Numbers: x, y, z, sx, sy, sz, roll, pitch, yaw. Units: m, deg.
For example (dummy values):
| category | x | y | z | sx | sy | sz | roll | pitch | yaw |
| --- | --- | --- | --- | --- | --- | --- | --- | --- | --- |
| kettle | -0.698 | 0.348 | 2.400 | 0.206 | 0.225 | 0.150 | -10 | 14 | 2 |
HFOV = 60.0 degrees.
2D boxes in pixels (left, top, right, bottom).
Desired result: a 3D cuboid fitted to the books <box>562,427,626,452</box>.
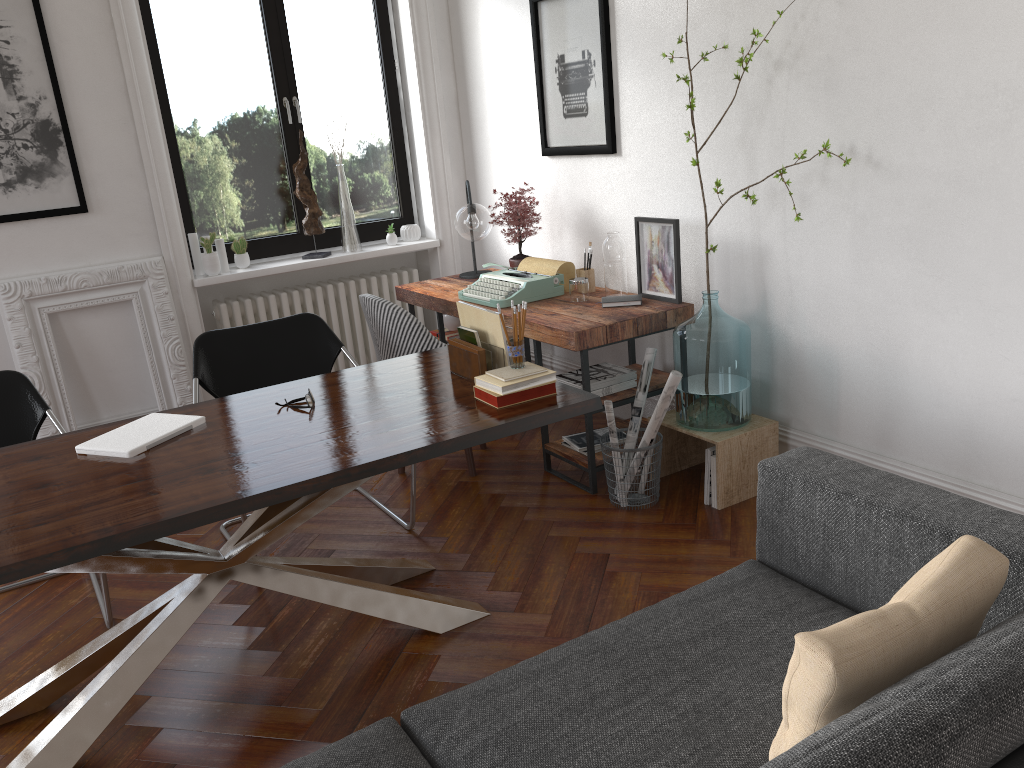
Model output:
| category | x | y | z | sx | sy | sz | roll | pitch | yaw |
| --- | --- | --- | --- | --- | --- | --- | --- | --- | --- |
| books | 0.391 | 0.250 | 4.089 | 0.267 | 0.014 | 0.195 | -11 | 17 | -18 |

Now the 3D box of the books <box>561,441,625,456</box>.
| category | x | y | z | sx | sy | sz | roll | pitch | yaw |
| --- | --- | --- | --- | --- | --- | --- | --- | --- | --- |
| books | 0.392 | 0.265 | 4.094 | 0.267 | 0.014 | 0.195 | -15 | 19 | -29 |

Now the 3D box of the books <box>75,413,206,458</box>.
| category | x | y | z | sx | sy | sz | roll | pitch | yaw |
| --- | --- | --- | --- | --- | --- | --- | --- | --- | --- |
| books | -1.157 | 0.158 | 2.781 | 0.231 | 0.026 | 0.323 | 2 | 18 | 24 |

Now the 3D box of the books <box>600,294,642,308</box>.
| category | x | y | z | sx | sy | sz | roll | pitch | yaw |
| --- | --- | --- | --- | --- | --- | --- | --- | --- | --- |
| books | 0.485 | -0.380 | 4.047 | 0.213 | 0.031 | 0.128 | -3 | 17 | 7 |

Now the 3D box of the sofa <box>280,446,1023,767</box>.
| category | x | y | z | sx | sy | sz | roll | pitch | yaw |
| --- | --- | --- | --- | --- | --- | --- | --- | --- | --- |
| sofa | 0.054 | 0.841 | 1.476 | 2.638 | 0.834 | 1.257 | -15 | 19 | -28 |

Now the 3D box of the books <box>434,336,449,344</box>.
| category | x | y | z | sx | sy | sz | roll | pitch | yaw |
| --- | --- | --- | --- | --- | --- | --- | --- | --- | --- |
| books | -0.332 | -0.272 | 5.085 | 0.208 | 0.023 | 0.250 | -15 | 19 | -29 |

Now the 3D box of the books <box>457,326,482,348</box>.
| category | x | y | z | sx | sy | sz | roll | pitch | yaw |
| --- | --- | --- | --- | --- | --- | --- | --- | --- | --- |
| books | -0.139 | -0.121 | 3.123 | 0.040 | 0.158 | 0.128 | -15 | 20 | -28 |

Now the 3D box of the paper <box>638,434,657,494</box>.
| category | x | y | z | sx | sy | sz | roll | pitch | yaw |
| --- | --- | --- | --- | --- | --- | --- | --- | --- | --- |
| paper | 0.587 | 0.291 | 3.784 | 0.126 | 0.391 | 0.025 | -8 | 18 | -7 |

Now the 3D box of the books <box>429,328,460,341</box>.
| category | x | y | z | sx | sy | sz | roll | pitch | yaw |
| --- | --- | --- | --- | --- | --- | --- | --- | --- | --- |
| books | -0.335 | -0.293 | 5.081 | 0.190 | 0.023 | 0.238 | -15 | 19 | -29 |

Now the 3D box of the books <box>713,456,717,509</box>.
| category | x | y | z | sx | sy | sz | roll | pitch | yaw |
| --- | --- | --- | --- | --- | --- | --- | --- | --- | --- |
| books | 0.895 | 0.387 | 3.641 | 0.169 | 0.233 | 0.012 | -15 | 20 | -28 |

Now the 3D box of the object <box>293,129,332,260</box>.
| category | x | y | z | sx | sy | sz | roll | pitch | yaw |
| --- | --- | --- | --- | --- | --- | --- | --- | --- | --- |
| object | -1.226 | -1.130 | 5.303 | 0.165 | 0.758 | 0.142 | -2 | 18 | 12 |

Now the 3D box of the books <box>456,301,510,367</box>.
| category | x | y | z | sx | sy | sz | roll | pitch | yaw |
| --- | --- | --- | --- | --- | --- | --- | --- | --- | --- |
| books | -0.095 | -0.159 | 3.116 | 0.043 | 0.241 | 0.308 | -15 | 19 | -28 |

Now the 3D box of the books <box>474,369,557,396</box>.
| category | x | y | z | sx | sy | sz | roll | pitch | yaw |
| --- | --- | --- | --- | --- | --- | --- | --- | --- | --- |
| books | 0.011 | -0.017 | 2.823 | 0.207 | 0.029 | 0.163 | -15 | 19 | -30 |

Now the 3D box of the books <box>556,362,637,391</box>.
| category | x | y | z | sx | sy | sz | roll | pitch | yaw |
| --- | --- | --- | --- | --- | --- | --- | --- | --- | --- |
| books | 0.370 | -0.030 | 3.968 | 0.308 | 0.038 | 0.225 | -15 | 19 | -28 |

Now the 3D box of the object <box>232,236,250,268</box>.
| category | x | y | z | sx | sy | sz | roll | pitch | yaw |
| --- | --- | --- | --- | --- | --- | --- | --- | --- | --- |
| object | -1.599 | -0.779 | 5.236 | 0.097 | 0.187 | 0.098 | -8 | 17 | -7 |

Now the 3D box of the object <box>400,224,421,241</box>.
| category | x | y | z | sx | sy | sz | roll | pitch | yaw |
| --- | --- | --- | --- | --- | --- | --- | --- | --- | --- |
| object | -0.662 | -0.986 | 5.781 | 0.132 | 0.098 | 0.134 | 4 | 19 | 29 |

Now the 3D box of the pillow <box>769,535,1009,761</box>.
| category | x | y | z | sx | sy | sz | roll | pitch | yaw |
| --- | --- | --- | --- | --- | --- | --- | --- | --- | --- |
| pillow | 0.639 | 0.522 | 1.561 | 0.485 | 0.463 | 0.224 | -15 | 20 | -28 |

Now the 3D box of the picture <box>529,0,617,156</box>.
| category | x | y | z | sx | sy | sz | roll | pitch | yaw |
| --- | --- | --- | --- | --- | --- | --- | --- | --- | --- |
| picture | 0.307 | -1.581 | 4.487 | 0.050 | 0.821 | 0.631 | -15 | 20 | -28 |

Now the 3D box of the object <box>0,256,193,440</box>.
| category | x | y | z | sx | sy | sz | roll | pitch | yaw |
| --- | --- | --- | --- | --- | --- | --- | --- | --- | --- |
| object | -2.169 | -0.084 | 4.743 | 0.828 | 1.069 | 0.233 | -15 | 20 | -28 |

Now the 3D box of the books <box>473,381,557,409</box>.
| category | x | y | z | sx | sy | sz | roll | pitch | yaw |
| --- | --- | --- | --- | --- | --- | --- | --- | --- | --- |
| books | 0.010 | 0.018 | 2.826 | 0.215 | 0.040 | 0.159 | -14 | 19 | -26 |

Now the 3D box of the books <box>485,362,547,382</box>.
| category | x | y | z | sx | sy | sz | roll | pitch | yaw |
| --- | --- | --- | --- | --- | --- | --- | --- | --- | --- |
| books | 0.014 | -0.040 | 2.832 | 0.159 | 0.008 | 0.128 | -14 | 19 | -27 |

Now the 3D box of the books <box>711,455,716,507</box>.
| category | x | y | z | sx | sy | sz | roll | pitch | yaw |
| --- | --- | --- | --- | --- | --- | --- | --- | --- | --- |
| books | 0.888 | 0.385 | 3.652 | 0.169 | 0.233 | 0.012 | -15 | 20 | -28 |

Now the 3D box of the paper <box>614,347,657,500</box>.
| category | x | y | z | sx | sy | sz | roll | pitch | yaw |
| --- | --- | --- | --- | --- | --- | --- | --- | --- | --- |
| paper | 0.526 | 0.172 | 3.796 | 0.293 | 0.630 | 0.047 | -18 | 21 | -35 |

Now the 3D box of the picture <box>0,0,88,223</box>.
| category | x | y | z | sx | sy | sz | roll | pitch | yaw |
| --- | --- | --- | --- | --- | --- | --- | --- | --- | --- |
| picture | -2.645 | -1.428 | 4.214 | 0.880 | 1.332 | 0.035 | -15 | 20 | -28 |

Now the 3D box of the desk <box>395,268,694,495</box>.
| category | x | y | z | sx | sy | sz | roll | pitch | yaw |
| --- | --- | --- | --- | --- | --- | --- | --- | --- | --- |
| desk | 0.099 | -0.097 | 4.620 | 0.646 | 0.762 | 1.791 | -15 | 19 | -28 |

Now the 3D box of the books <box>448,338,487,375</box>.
| category | x | y | z | sx | sy | sz | roll | pitch | yaw |
| --- | --- | --- | --- | --- | --- | --- | --- | --- | --- |
| books | -0.154 | -0.082 | 3.073 | 0.028 | 0.125 | 0.220 | -15 | 19 | -28 |

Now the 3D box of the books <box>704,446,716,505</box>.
| category | x | y | z | sx | sy | sz | roll | pitch | yaw |
| --- | --- | --- | --- | --- | --- | --- | --- | --- | --- |
| books | 0.878 | 0.365 | 3.677 | 0.187 | 0.259 | 0.054 | -15 | 20 | -27 |

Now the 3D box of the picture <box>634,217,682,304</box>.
| category | x | y | z | sx | sy | sz | roll | pitch | yaw |
| --- | --- | --- | --- | --- | --- | --- | --- | --- | --- |
| picture | 0.657 | -0.561 | 3.995 | 0.022 | 0.371 | 0.281 | -15 | 20 | -28 |

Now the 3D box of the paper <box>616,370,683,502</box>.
| category | x | y | z | sx | sy | sz | roll | pitch | yaw |
| --- | --- | --- | --- | --- | --- | --- | --- | --- | --- |
| paper | 0.552 | 0.226 | 3.603 | 0.329 | 0.613 | 0.046 | 9 | 22 | 38 |

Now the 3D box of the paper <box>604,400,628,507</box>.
| category | x | y | z | sx | sy | sz | roll | pitch | yaw |
| --- | --- | --- | --- | --- | --- | --- | --- | --- | --- |
| paper | 0.433 | 0.294 | 3.679 | 0.073 | 0.482 | 0.033 | -3 | 18 | 7 |

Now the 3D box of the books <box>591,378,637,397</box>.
| category | x | y | z | sx | sy | sz | roll | pitch | yaw |
| --- | --- | --- | --- | --- | --- | --- | --- | --- | --- |
| books | 0.370 | 0.007 | 3.968 | 0.308 | 0.038 | 0.225 | -15 | 19 | -29 |

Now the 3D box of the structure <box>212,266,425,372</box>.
| category | x | y | z | sx | sy | sz | roll | pitch | yaw |
| --- | --- | --- | --- | --- | --- | --- | --- | --- | --- |
| structure | -1.184 | -0.261 | 5.704 | 1.450 | 0.783 | 0.224 | -15 | 20 | -28 |

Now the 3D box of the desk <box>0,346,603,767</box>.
| category | x | y | z | sx | sy | sz | roll | pitch | yaw |
| --- | --- | --- | --- | --- | --- | --- | --- | --- | --- |
| desk | -0.896 | 0.546 | 2.752 | 2.221 | 0.756 | 1.026 | -15 | 19 | -28 |
